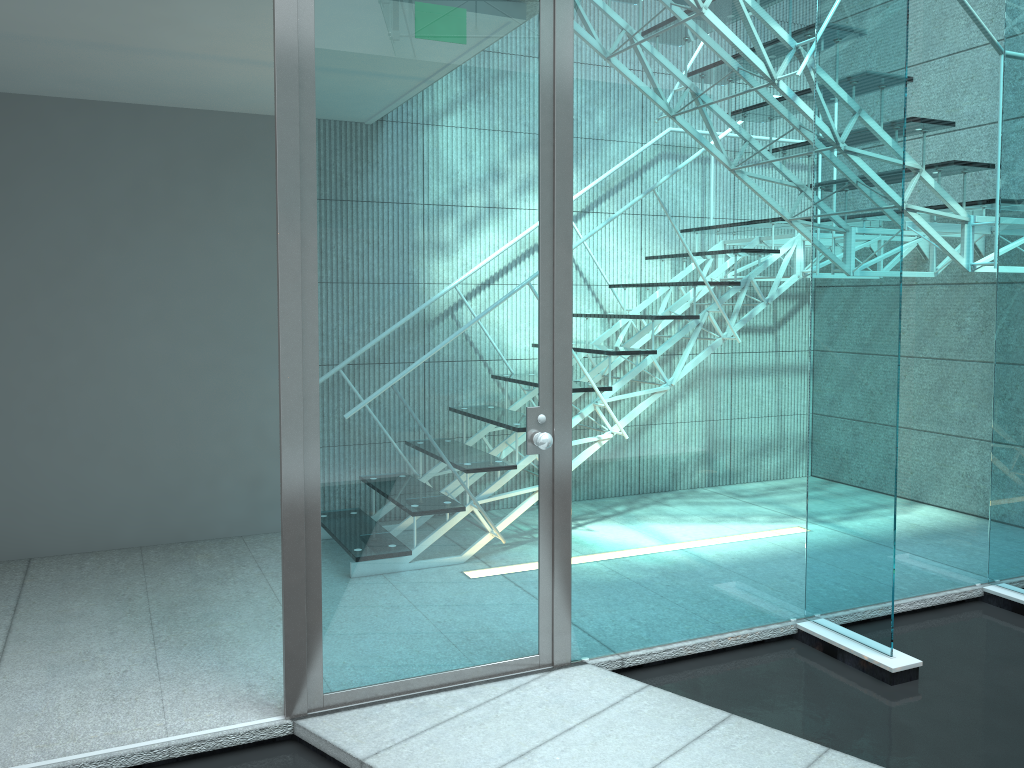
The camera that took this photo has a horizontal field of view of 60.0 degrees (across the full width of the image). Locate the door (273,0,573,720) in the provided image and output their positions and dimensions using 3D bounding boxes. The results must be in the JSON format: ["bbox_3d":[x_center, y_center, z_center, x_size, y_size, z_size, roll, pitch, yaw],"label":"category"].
[{"bbox_3d":[-0.209,-0.144,2.485,0.865,2.060,0.076,-2,4,-25],"label":"door"}]
